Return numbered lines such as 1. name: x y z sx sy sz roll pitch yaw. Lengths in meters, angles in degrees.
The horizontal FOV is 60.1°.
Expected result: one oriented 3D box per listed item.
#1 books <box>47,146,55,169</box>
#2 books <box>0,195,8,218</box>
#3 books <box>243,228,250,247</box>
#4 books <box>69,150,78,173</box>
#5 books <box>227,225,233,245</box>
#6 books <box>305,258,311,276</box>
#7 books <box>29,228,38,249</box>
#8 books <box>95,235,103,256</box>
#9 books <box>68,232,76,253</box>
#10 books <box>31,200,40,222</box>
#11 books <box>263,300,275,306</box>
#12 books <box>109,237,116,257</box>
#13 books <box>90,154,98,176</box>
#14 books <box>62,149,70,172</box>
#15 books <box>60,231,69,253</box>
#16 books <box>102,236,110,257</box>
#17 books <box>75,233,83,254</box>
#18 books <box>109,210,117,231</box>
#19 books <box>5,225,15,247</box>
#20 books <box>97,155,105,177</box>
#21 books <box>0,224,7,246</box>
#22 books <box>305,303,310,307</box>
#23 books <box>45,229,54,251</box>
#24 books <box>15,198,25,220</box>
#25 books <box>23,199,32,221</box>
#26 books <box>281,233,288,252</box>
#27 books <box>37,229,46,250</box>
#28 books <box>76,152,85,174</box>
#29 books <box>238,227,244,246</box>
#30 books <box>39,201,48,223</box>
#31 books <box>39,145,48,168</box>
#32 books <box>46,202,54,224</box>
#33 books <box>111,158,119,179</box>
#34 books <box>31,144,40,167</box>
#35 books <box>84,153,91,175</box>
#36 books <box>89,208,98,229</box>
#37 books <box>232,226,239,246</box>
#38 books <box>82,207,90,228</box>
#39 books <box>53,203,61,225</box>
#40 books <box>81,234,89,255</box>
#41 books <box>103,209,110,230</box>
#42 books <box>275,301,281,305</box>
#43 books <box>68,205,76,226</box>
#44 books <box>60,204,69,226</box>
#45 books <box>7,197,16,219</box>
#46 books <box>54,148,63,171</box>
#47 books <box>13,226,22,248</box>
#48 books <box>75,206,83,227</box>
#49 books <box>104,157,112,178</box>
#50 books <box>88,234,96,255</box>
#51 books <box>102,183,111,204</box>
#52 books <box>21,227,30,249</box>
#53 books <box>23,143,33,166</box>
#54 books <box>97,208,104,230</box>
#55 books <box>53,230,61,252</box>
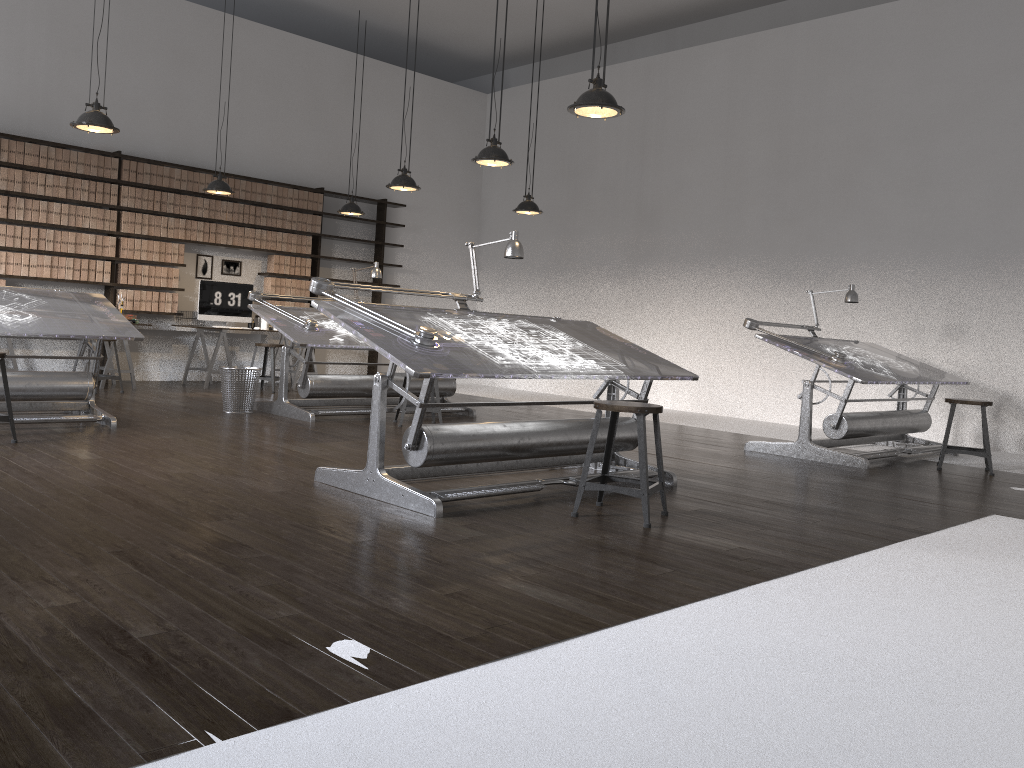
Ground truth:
1. books: -4.694 -2.280 8.971 0.066 0.225 0.175 3 2 -44
2. books: -5.014 -1.729 8.695 0.067 0.226 0.175 3 2 -44
3. books: -3.172 -1.730 10.478 0.066 0.225 0.175 3 2 -44
4. books: -4.541 -2.279 9.115 0.067 0.226 0.175 3 2 -44
5. books: -3.325 -1.731 10.329 0.066 0.225 0.175 3 2 -44
6. books: -2.585 -1.452 11.063 0.066 0.225 0.175 3 2 -44
7. books: -4.825 -1.452 8.895 0.067 0.226 0.175 3 2 -44
8. books: -4.381 -1.451 9.330 0.066 0.225 0.175 3 2 -44
9. books: -4.569 -1.451 9.141 0.067 0.226 0.175 3 2 -44
10. books: -4.810 -1.729 8.899 0.066 0.225 0.175 3 2 -44
11. books: -2.950 -0.902 10.750 0.066 0.225 0.175 3 2 -44
12. books: -4.281 -1.450 9.420 0.067 0.226 0.175 3 2 -44
13. books: -4.395 -2.278 9.255 0.067 0.226 0.175 3 2 -44
14. books: -4.595 -2.279 9.069 0.066 0.225 0.175 3 2 -44
15. books: -4.622 -1.452 9.099 0.066 0.225 0.175 3 2 -44
16. books: -4.333 -1.451 9.380 0.066 0.225 0.175 3 2 -44
17. books: -4.525 -1.452 9.191 0.066 0.225 0.175 3 2 -44
18. books: -4.270 -1.727 9.420 0.066 0.225 0.175 3 2 -44
19. books: -4.978 -1.452 8.747 0.067 0.226 0.175 3 2 -44
20. books: -4.351 -2.279 9.306 0.066 0.225 0.175 3 2 -44
21. books: -5.030 -1.453 8.696 0.066 0.225 0.175 3 2 -44
22. books: -2.609 -0.901 11.071 0.067 0.226 0.175 3 2 -44
23. books: -4.721 -1.452 8.997 0.066 0.225 0.175 3 2 -44
24. books: -4.909 -1.729 8.797 0.066 0.225 0.175 3 2 -44
25. books: -4.861 -1.729 8.849 0.066 0.225 0.175 3 2 -44
26. books: -2.819 -1.729 10.818 0.066 0.225 0.175 3 2 -44
27. books: -4.775 -1.452 8.952 0.066 0.225 0.175 3 2 -44
28. books: -4.491 -2.279 9.167 0.066 0.225 0.175 3 2 -44
29. books: -3.226 -1.731 10.427 0.066 0.225 0.175 3 2 -44
30. books: -4.758 -1.728 8.941 0.067 0.226 0.175 3 2 -44
31. books: -4.743 -2.279 8.918 0.066 0.225 0.175 3 2 -44
32. books: -4.713 -1.729 8.991 0.066 0.225 0.175 3 2 -44
33. books: -4.246 -2.278 9.401 0.066 0.225 0.175 3 2 -44
34. books: -4.795 -2.280 8.868 0.067 0.226 0.175 3 2 -44
35. books: -4.447 -2.279 9.212 0.066 0.225 0.175 3 2 -44
36. books: -4.409 -1.727 9.277 0.066 0.225 0.175 3 2 -44
37. books: -3.278 -1.731 10.380 0.066 0.225 0.175 3 2 -44
38. books: -4.464 -1.728 9.229 0.066 0.225 0.175 3 2 -44
39. books: -4.667 -1.728 9.033 0.066 0.225 0.175 3 2 -44
40. books: -4.478 -1.451 9.234 0.066 0.225 0.175 3 2 -44
41. books: -4.319 -1.728 9.370 0.066 0.225 0.175 3 2 -44
42. books: -2.898 -0.901 10.792 0.067 0.226 0.175 3 2 -44
43. books: -4.565 -1.728 9.134 0.066 0.225 0.175 3 2 -44
44. books: -4.613 -1.728 9.082 0.067 0.226 0.175 3 2 -44
45. books: -4.964 -1.730 8.751 0.066 0.225 0.175 3 2 -44
46. books: -4.646 -2.280 9.022 0.066 0.225 0.175 3 2 -44
47. books: -4.935 -1.453 8.794 0.066 0.225 0.175 3 2 -44
48. books: -4.517 -1.728 9.184 0.066 0.225 0.175 3 2 -44
49. books: -4.300 -2.279 9.355 0.066 0.225 0.175 3 2 -44
50. books: -4.429 -1.451 9.278 0.067 0.226 0.175 3 2 -44
51. books: -4.313 -2.002 9.361 0.066 0.225 0.175 3 2 -44
52. books: -4.883 -1.453 8.848 0.066 0.225 0.175 3 2 -44
53. books: -4.844 -2.280 8.827 0.066 0.225 0.175 3 2 -44
54. books: -4.362 -1.727 9.323 0.067 0.226 0.175 3 2 -44
55. books: -4.673 -1.452 9.050 0.066 0.225 0.175 3 2 -44
